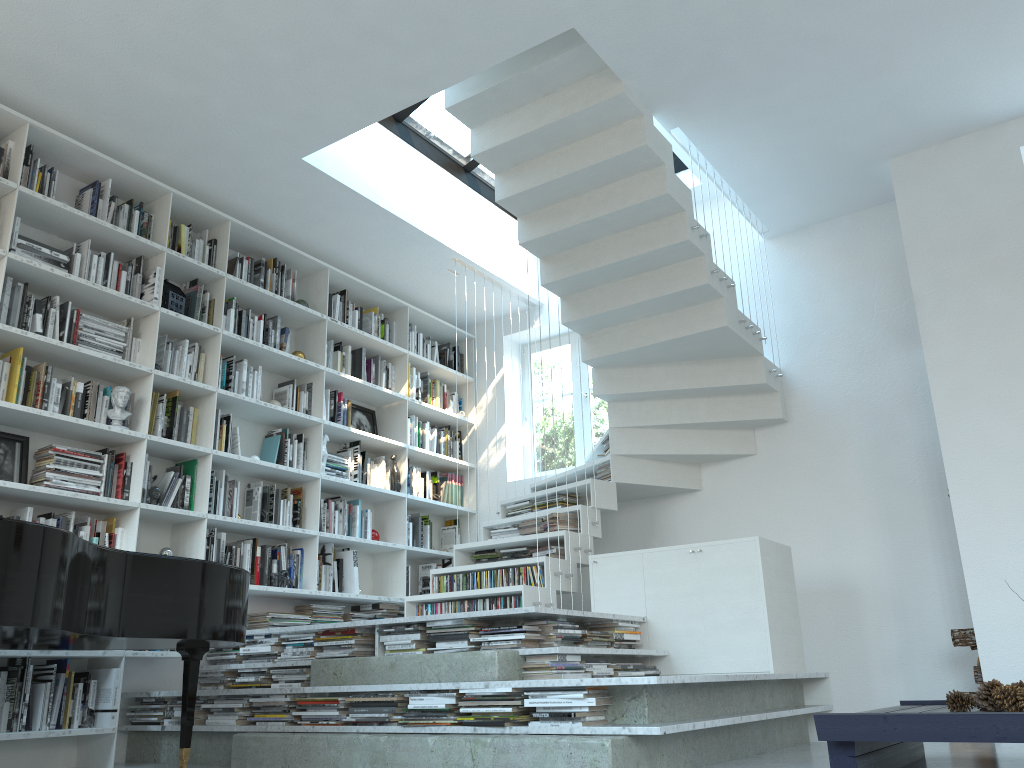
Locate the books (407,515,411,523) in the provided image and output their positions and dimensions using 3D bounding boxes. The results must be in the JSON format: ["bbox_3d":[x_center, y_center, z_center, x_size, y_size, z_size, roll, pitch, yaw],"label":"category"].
[{"bbox_3d":[-0.810,1.111,6.577,0.133,0.266,0.024,-13,-21,32],"label":"books"}]

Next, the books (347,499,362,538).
[{"bbox_3d":[-1.116,0.951,6.112,0.181,0.289,0.026,-14,-21,32],"label":"books"}]

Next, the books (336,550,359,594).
[{"bbox_3d":[-1.133,1.268,5.913,0.255,0.290,0.075,-14,-22,32],"label":"books"}]

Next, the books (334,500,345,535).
[{"bbox_3d":[-1.204,0.921,5.962,0.191,0.254,0.028,-14,-22,32],"label":"books"}]

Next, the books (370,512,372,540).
[{"bbox_3d":[-1.053,1.017,6.209,0.170,0.222,0.027,-14,-22,32],"label":"books"}]

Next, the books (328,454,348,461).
[{"bbox_3d":[-1.276,0.506,6.059,0.159,0.012,0.286,-13,-22,30],"label":"books"}]

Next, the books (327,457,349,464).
[{"bbox_3d":[-1.275,0.529,6.052,0.159,0.012,0.285,-15,-23,34],"label":"books"}]

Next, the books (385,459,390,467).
[{"bbox_3d":[-0.946,0.703,6.528,0.139,0.282,0.029,-13,-21,32],"label":"books"}]

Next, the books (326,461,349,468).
[{"bbox_3d":[-1.275,0.552,6.045,0.159,0.012,0.285,-15,-23,34],"label":"books"}]

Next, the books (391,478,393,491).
[{"bbox_3d":[-0.937,0.740,6.475,0.166,0.178,0.027,-14,-22,32],"label":"books"}]

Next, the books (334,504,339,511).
[{"bbox_3d":[-1.234,0.933,5.955,0.179,0.228,0.012,-14,-21,32],"label":"books"}]

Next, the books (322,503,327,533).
[{"bbox_3d":[-1.288,0.907,5.864,0.163,0.222,0.011,-14,-21,32],"label":"books"}]

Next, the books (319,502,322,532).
[{"bbox_3d":[-1.320,0.884,5.826,0.177,0.243,0.048,-14,-22,32],"label":"books"}]

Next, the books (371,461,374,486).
[{"bbox_3d":[-1.052,0.678,6.370,0.129,0.234,0.028,-14,-21,32],"label":"books"}]

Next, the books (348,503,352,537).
[{"bbox_3d":[-1.158,0.949,6.040,0.177,0.248,0.014,-14,-21,32],"label":"books"}]

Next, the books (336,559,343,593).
[{"bbox_3d":[-1.196,1.288,5.886,0.172,0.238,0.031,-14,-21,32],"label":"books"}]

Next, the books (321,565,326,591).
[{"bbox_3d":[-1.275,1.281,5.778,0.140,0.187,0.030,-14,-22,32],"label":"books"}]

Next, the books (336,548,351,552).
[{"bbox_3d":[-1.146,1.278,5.996,0.136,0.325,0.012,-13,-21,32],"label":"books"}]

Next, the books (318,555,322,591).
[{"bbox_3d":[-1.293,1.241,5.743,0.157,0.242,0.015,-14,-21,32],"label":"books"}]

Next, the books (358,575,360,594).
[{"bbox_3d":[-1.100,1.316,6.030,0.148,0.273,0.062,-13,-21,32],"label":"books"}]

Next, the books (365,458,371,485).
[{"bbox_3d":[-1.072,0.656,6.314,0.147,0.241,0.031,-14,-21,32],"label":"books"}]

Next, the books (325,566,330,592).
[{"bbox_3d":[-1.254,1.288,5.795,0.149,0.184,0.024,-14,-22,32],"label":"books"}]

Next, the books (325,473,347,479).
[{"bbox_3d":[-1.271,0.631,6.013,0.161,0.012,0.254,-16,-23,36],"label":"books"}]

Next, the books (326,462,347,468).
[{"bbox_3d":[-1.272,0.563,6.040,0.159,0.012,0.286,-12,-21,29],"label":"books"}]

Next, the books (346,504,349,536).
[{"bbox_3d":[-1.185,0.949,6.034,0.166,0.245,0.026,-14,-21,32],"label":"books"}]

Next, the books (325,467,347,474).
[{"bbox_3d":[-1.269,0.596,6.024,0.161,0.012,0.255,-12,-21,27],"label":"books"}]

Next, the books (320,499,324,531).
[{"bbox_3d":[-1.309,0.894,5.861,0.143,0.246,0.024,-14,-21,32],"label":"books"}]

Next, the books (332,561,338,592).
[{"bbox_3d":[-1.222,1.285,5.840,0.184,0.216,0.052,-14,-22,32],"label":"books"}]

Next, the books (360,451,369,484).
[{"bbox_3d":[-1.099,0.622,6.273,0.167,0.281,0.059,-14,-21,32],"label":"books"}]

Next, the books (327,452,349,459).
[{"bbox_3d":[-1.276,0.495,6.063,0.159,0.012,0.285,-15,-23,34],"label":"books"}]

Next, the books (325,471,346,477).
[{"bbox_3d":[-1.275,0.620,6.019,0.161,0.012,0.254,-15,-23,34],"label":"books"}]

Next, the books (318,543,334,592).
[{"bbox_3d":[-1.243,1.222,5.832,0.169,0.332,0.014,-14,-21,32],"label":"books"}]

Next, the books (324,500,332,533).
[{"bbox_3d":[-1.269,0.902,5.886,0.186,0.245,0.045,-14,-22,32],"label":"books"}]

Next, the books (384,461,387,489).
[{"bbox_3d":[-0.982,0.691,6.420,0.177,0.238,0.041,-14,-22,32],"label":"books"}]

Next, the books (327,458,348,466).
[{"bbox_3d":[-1.269,0.539,6.044,0.159,0.012,0.286,-12,-21,27],"label":"books"}]

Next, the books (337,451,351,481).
[{"bbox_3d":[-1.184,0.601,6.158,0.161,0.253,0.012,-14,-21,32],"label":"books"}]

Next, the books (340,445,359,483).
[{"bbox_3d":[-1.140,0.589,6.200,0.184,0.299,0.011,-14,-21,32],"label":"books"}]

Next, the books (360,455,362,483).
[{"bbox_3d":[-1.128,0.628,6.219,0.179,0.235,0.030,-14,-22,32],"label":"books"}]

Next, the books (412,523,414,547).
[{"bbox_3d":[-0.790,1.143,6.584,0.149,0.207,0.025,-14,-21,32],"label":"books"}]

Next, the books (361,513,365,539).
[{"bbox_3d":[-1.096,1.003,6.130,0.189,0.200,0.030,-14,-22,32],"label":"books"}]

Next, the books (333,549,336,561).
[{"bbox_3d":[-1.224,1.256,5.889,0.131,0.303,0.010,-13,-21,32],"label":"books"}]

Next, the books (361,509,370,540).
[{"bbox_3d":[-1.066,1.004,6.190,0.181,0.234,0.025,-14,-22,32],"label":"books"}]

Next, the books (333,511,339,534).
[{"bbox_3d":[-1.236,0.948,5.926,0.186,0.181,0.028,-14,-22,32],"label":"books"}]

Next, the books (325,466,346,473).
[{"bbox_3d":[-1.278,0.587,6.034,0.161,0.012,0.254,-14,-22,32],"label":"books"}]

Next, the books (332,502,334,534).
[{"bbox_3d":[-1.262,0.917,5.921,0.177,0.238,0.026,-14,-21,32],"label":"books"}]

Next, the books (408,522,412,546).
[{"bbox_3d":[-0.809,1.131,6.536,0.173,0.200,0.029,-14,-22,32],"label":"books"}]

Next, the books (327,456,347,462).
[{"bbox_3d":[-1.275,0.518,6.056,0.161,0.012,0.254,-15,-23,34],"label":"books"}]

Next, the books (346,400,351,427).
[{"bbox_3d":[-1.204,0.245,6.236,0.178,0.243,0.026,-14,-21,32],"label":"books"}]

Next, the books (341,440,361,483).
[{"bbox_3d":[-1.134,0.573,6.214,0.180,0.338,0.010,-14,-21,32],"label":"books"}]

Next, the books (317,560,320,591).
[{"bbox_3d":[-1.312,1.252,5.729,0.163,0.213,0.023,-14,-22,32],"label":"books"}]

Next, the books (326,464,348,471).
[{"bbox_3d":[-1.269,0.573,6.034,0.161,0.012,0.254,-16,-23,36],"label":"books"}]

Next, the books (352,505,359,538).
[{"bbox_3d":[-1.126,0.966,6.084,0.190,0.243,0.023,-14,-22,32],"label":"books"}]

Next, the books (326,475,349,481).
[{"bbox_3d":[-1.268,0.641,6.008,0.160,0.012,0.285,-16,-23,36],"label":"books"}]

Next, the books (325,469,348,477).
[{"bbox_3d":[-1.274,0.609,6.024,0.159,0.012,0.286,-13,-22,30],"label":"books"}]

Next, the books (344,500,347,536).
[{"bbox_3d":[-1.190,0.927,5.991,0.186,0.261,0.012,-14,-21,32],"label":"books"}]

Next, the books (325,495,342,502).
[{"bbox_3d":[-1.211,0.910,5.997,0.147,0.298,0.013,-13,-21,32],"label":"books"}]

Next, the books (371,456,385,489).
[{"bbox_3d":[-0.998,0.667,6.399,0.192,0.270,0.021,-14,-21,32],"label":"books"}]

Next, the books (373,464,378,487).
[{"bbox_3d":[-1.030,0.694,6.384,0.155,0.212,0.025,-14,-21,32],"label":"books"}]

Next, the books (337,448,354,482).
[{"bbox_3d":[-1.168,0.599,6.203,0.159,0.284,0.012,-14,-21,32],"label":"books"}]
